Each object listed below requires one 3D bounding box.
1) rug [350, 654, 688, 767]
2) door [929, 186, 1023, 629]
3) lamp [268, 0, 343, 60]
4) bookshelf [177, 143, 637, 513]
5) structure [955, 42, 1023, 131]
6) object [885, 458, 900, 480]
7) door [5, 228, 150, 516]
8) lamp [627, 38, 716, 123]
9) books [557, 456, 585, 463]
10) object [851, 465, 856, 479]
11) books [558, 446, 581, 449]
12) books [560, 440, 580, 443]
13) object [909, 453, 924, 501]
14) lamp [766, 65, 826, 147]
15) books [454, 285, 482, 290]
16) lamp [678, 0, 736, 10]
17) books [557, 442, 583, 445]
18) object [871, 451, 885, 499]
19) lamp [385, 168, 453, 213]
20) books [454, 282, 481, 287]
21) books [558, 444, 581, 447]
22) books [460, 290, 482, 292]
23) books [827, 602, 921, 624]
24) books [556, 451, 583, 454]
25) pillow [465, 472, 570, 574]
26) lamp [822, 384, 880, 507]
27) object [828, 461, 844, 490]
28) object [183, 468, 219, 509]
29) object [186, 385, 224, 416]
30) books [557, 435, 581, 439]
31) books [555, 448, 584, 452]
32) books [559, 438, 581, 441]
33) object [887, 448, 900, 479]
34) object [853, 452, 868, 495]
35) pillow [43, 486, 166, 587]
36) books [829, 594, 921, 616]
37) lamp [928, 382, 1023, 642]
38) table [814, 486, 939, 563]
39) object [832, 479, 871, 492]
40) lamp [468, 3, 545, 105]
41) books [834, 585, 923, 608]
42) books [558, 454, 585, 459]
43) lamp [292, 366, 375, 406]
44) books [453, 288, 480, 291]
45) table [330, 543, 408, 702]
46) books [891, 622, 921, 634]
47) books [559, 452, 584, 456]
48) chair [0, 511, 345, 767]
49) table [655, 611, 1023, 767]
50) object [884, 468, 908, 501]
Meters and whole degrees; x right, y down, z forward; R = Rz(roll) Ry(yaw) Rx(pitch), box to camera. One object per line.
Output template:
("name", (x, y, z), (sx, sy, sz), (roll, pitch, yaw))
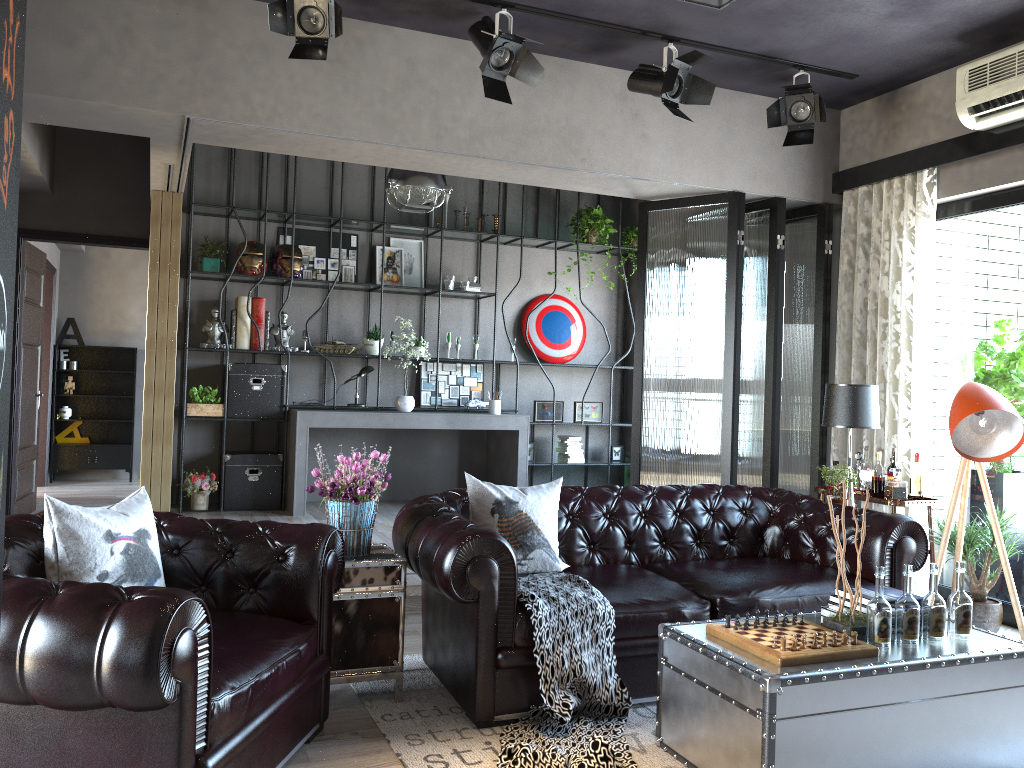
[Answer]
("rug", (0.722, 1.388, 3.698), (2.474, 0.003, 2.254), (2, 0, -22))
("door", (3.267, 0.137, 4.920), (0.111, 2.681, 2.669), (2, -1, -22))
("lamp", (-1.016, -1.872, 4.543), (0.359, 0.512, 0.559), (2, 0, -2))
("bookshelf", (-0.760, -0.483, 8.513), (4.482, 3.283, 0.526), (2, -1, -22))
("structure", (2.982, -1.698, 4.782), (0.298, 0.364, 1.146), (2, 0, -22))
("object", (2.507, 0.617, 5.850), (0.067, 0.258, 0.099), (2, -1, -17))
("door", (-3.922, -0.031, 8.166), (1.149, 2.544, 1.128), (2, -1, -22))
("lamp", (0.928, -1.811, 5.334), (0.359, 0.503, 0.553), (3, -1, -42))
("books", (0.597, 0.766, 8.989), (0.192, 0.043, 0.248), (2, 0, -22))
("object", (2.354, 0.651, 6.137), (0.052, 0.182, 0.135), (2, -1, 15))
("books", (0.579, 0.645, 9.001), (0.158, 0.021, 0.224), (2, 0, -22))
("books", (0.591, 0.582, 8.990), (0.162, 0.023, 0.231), (2, 0, -7))
("object", (2.594, 0.594, 5.680), (0.081, 0.309, 0.081), (2, -1, -30))
("lamp", (1.864, -1.771, 5.707), (0.359, 0.520, 0.561), (2, -1, 28))
("books", (-0.438, -0.948, 8.742), (0.243, 0.024, 0.175), (2, 0, -26))
("lamp", (0.235, -1.937, 2.908), (1.277, 1.108, 0.228), (2, -1, -22))
("books", (0.588, 0.603, 8.997), (0.174, 0.019, 0.244), (2, 0, -22))
("object", (2.380, 0.588, 5.757), (0.081, 0.307, 0.081), (2, -1, 17))
("lamp", (-0.774, -1.944, 6.990), (0.534, 1.149, 0.515), (3, -1, -45))
("books", (-0.443, -0.974, 8.734), (0.225, 0.029, 0.179), (2, 0, -30))
("books", (0.585, 0.624, 9.002), (0.155, 0.022, 0.205), (2, 0, -27))
("books", (-0.441, -0.895, 8.733), (0.179, 0.034, 0.243), (2, 0, -39))
("books", (1.480, 0.908, 3.548), (0.315, 0.026, 0.270), (2, 0, -22))
("books", (0.582, 0.691, 8.996), (0.192, 0.014, 0.255), (2, 0, -19))
("pillow", (0.028, 0.657, 4.255), (0.528, 0.469, 0.283), (2, -1, -19))
("lamp", (2.046, 0.419, 5.369), (0.333, 0.832, 0.333), (2, -1, -20))
("object", (2.226, 0.632, 6.098), (0.087, 0.206, 0.087), (2, -1, 3))
("object", (-2.700, 0.887, 7.613), (0.345, 0.362, 0.331), (2, -1, -19))
("object", (-2.614, 0.140, 7.576), (0.304, 0.265, 0.180), (2, -1, -22))
("books", (0.581, 0.540, 8.994), (0.159, 0.024, 0.201), (2, 0, -32))
("books", (0.582, 0.669, 8.995), (0.193, 0.028, 0.245), (2, 0, -27))
("books", (0.587, 0.561, 9.003), (0.155, 0.020, 0.205), (2, 0, -22))
("object", (2.463, 0.578, 5.725), (0.080, 0.329, 0.080), (2, -1, -31))
("object", (2.269, 0.591, 5.803), (0.114, 0.292, 0.114), (2, -1, 6))
("pillow", (-1.423, 0.612, 3.140), (0.290, 0.502, 0.541), (2, -1, 16))
("books", (1.477, 0.882, 3.559), (0.282, 0.026, 0.266), (2, 0, -20))
("lamp", (2.758, 0.737, 5.739), (0.583, 1.457, 3.830), (2, 0, 20))
("table", (2.377, 1.083, 5.822), (0.438, 0.733, 0.803), (2, -1, -26))
("object", (2.278, 0.690, 5.949), (0.245, 0.092, 0.151), (2, 0, 19))
("lamp", (-0.066, -1.834, 4.931), (0.359, 0.525, 0.540), (2, -1, -37))
("books", (1.478, 0.854, 3.560), (0.251, 0.030, 0.236), (2, 0, -20))
("books", (0.598, 0.733, 8.992), (0.175, 0.023, 0.249), (2, 0, -27))
("lamp", (-1.635, 0.008, 8.172), (0.740, 0.371, 0.204), (2, -1, 2))
("books", (-0.450, -0.924, 8.736), (0.166, 0.024, 0.227), (2, 0, -43))
("table", (-0.714, 1.039, 3.876), (0.417, 0.609, 0.405), (2, -1, -22))
("books", (1.475, 0.939, 3.558), (0.324, 0.035, 0.306), (2, 0, -22))
("books", (0.599, 0.710, 8.992), (0.175, 0.023, 0.249), (2, 0, -22))
("chair", (-1.366, 0.898, 2.982), (1.245, 0.845, 1.492), (2, 0, 8))
("table", (1.251, 1.174, 3.333), (1.254, 0.470, 0.684), (2, 0, -22))
("object", (2.395, 0.633, 5.532), (0.101, 0.211, 0.101), (2, -1, -7))
